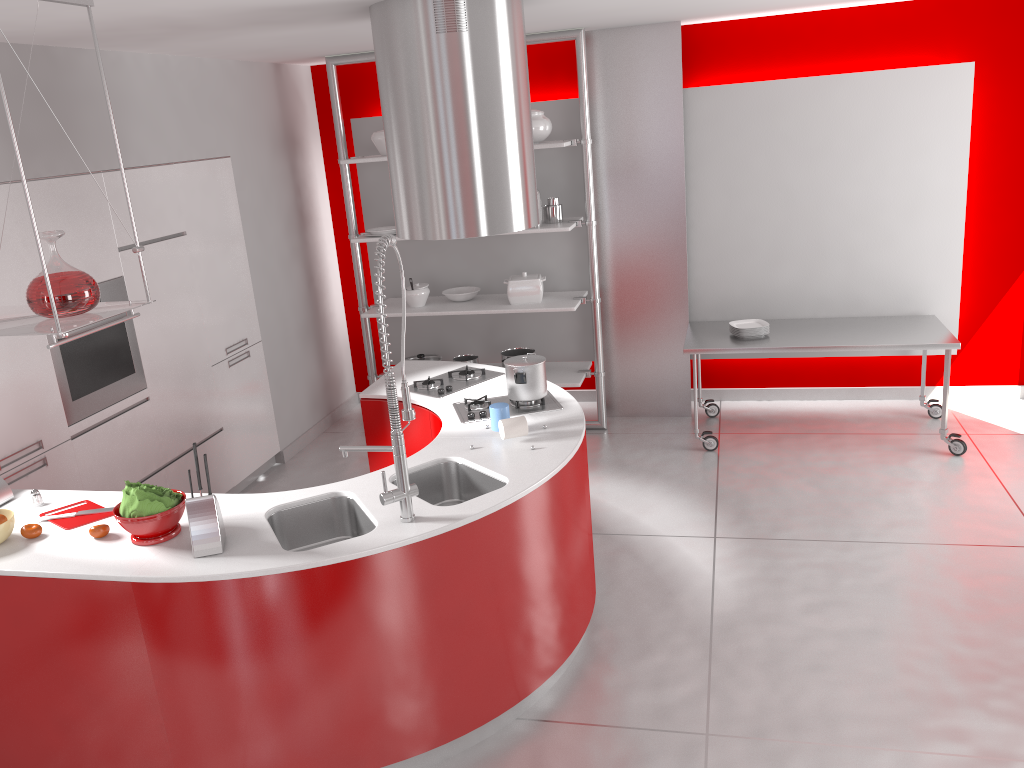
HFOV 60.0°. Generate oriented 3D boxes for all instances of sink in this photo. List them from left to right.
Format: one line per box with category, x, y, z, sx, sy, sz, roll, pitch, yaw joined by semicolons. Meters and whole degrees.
sink;-0.637;0.555;3.013;0.326;0.172;0.428;-12;18;-23
sink;-0.224;0.448;3.247;0.326;0.172;0.428;-17;20;-34

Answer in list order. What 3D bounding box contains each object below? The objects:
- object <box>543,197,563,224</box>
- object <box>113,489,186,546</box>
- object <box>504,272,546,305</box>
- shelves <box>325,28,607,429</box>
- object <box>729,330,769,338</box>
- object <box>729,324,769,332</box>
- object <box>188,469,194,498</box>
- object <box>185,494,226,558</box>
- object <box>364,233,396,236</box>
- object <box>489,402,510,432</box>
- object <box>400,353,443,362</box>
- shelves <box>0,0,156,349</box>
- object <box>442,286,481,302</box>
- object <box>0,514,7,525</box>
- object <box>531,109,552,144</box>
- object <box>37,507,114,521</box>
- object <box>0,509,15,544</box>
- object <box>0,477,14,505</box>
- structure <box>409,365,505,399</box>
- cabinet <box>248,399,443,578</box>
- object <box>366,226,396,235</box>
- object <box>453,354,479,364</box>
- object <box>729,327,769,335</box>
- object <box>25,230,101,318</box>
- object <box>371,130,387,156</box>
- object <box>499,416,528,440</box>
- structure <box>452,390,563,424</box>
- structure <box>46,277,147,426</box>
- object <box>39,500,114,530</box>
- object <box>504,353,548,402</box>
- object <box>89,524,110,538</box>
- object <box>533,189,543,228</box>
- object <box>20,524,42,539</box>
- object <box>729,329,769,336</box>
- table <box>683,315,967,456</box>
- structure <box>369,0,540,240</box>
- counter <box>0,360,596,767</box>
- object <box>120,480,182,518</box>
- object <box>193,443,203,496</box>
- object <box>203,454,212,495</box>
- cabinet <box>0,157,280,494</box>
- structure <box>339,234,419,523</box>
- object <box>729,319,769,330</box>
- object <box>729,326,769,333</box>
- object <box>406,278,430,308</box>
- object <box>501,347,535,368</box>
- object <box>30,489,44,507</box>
object;0.269;-1.141;5.821;0.127;0.157;0.127;3;18;24
object;-1.194;0.450;2.951;0.229;0.118;0.228;-9;17;-13
object;0.090;-0.655;5.971;0.282;0.197;0.235;-4;17;5
shelves;-0.282;-0.920;5.987;1.735;2.599;0.535;-1;17;14
object;1.494;-0.321;5.590;0.228;0.020;0.228;-6;17;-3
object;1.491;-0.360;5.578;0.228;0.020;0.228;-6;17;-3
object;-1.012;0.375;2.817;0.009;0.197;0.091;-9;17;-13
object;-0.977;0.435;2.823;0.091;0.178;0.137;-9;17;-12
object;-0.855;-1.014;5.981;0.280;0.015;0.280;-18;21;-36
object;-0.052;0.131;3.640;0.080;0.100;0.109;-9;17;-12
object;-0.668;-0.134;6.345;0.308;0.130;0.407;2;18;21
shelves;-1.744;-0.650;2.761;0.934;1.023;0.462;-1;17;14
object;-0.351;-0.619;6.191;0.272;0.072;0.272;-11;18;-20
object;-1.748;0.468;3.010;0.066;0.049;0.062;2;18;22
object;0.113;-1.652;5.678;0.287;0.222;0.287;-15;19;-30
object;-1.507;0.457;3.192;0.375;0.008;0.041;-7;17;-8
object;-1.790;0.505;3.007;0.201;0.086;0.201;0;17;15
object;-2.105;0.416;3.223;0.300;0.170;0.400;-1;17;14
structure;-0.293;-0.028;4.418;0.303;0.037;0.457;11;23;42
cabinet;-1.095;0.708;3.694;1.875;0.761;1.025;-14;19;-29
object;-0.856;-1.027;5.977;0.244;0.042;0.244;-5;17;-1
object;-0.320;-0.125;6.228;0.182;0.122;0.196;-13;19;-26
object;1.492;-0.340;5.584;0.228;0.020;0.228;-6;17;-3
object;-1.431;-0.346;2.801;0.213;0.266;0.213;10;22;41
object;-0.812;-1.609;5.861;0.231;0.191;0.231;-16;20;-33
object;0.001;0.169;3.528;0.100;0.080;0.109;-9;17;-15
structure;-0.025;0.084;3.969;0.457;0.037;0.303;-8;17;-10
structure;-1.995;-0.174;4.291;0.050;0.589;0.599;-1;17;14
object;-1.563;0.469;3.191;0.266;0.006;0.168;9;22;39
object;0.063;-0.034;3.951;0.189;0.185;0.218;-12;18;-22
object;-1.390;0.493;2.988;0.064;0.048;0.063;-7;17;-7
object;0.132;-1.139;5.653;0.115;0.274;0.115;-3;17;7
object;-1.642;0.504;3.032;0.065;0.047;0.063;-1;17;14
object;1.493;-0.331;5.587;0.228;0.020;0.228;-6;17;-3
table;1.934;-0.003;5.628;1.627;0.682;0.749;0;17;15
structure;-0.236;-1.149;3.862;0.644;0.958;0.644;-11;18;-18
counter;-0.841;0.747;3.598;2.865;0.880;1.868;-19;22;-39
object;-1.188;0.399;2.934;0.198;0.182;0.193;1;18;20
object;-0.989;0.355;2.827;0.014;0.322;0.150;-9;17;-13
object;-0.959;0.369;2.828;0.012;0.279;0.130;-9;17;-13
cabinet;-2.216;-0.065;4.705;0.614;2.026;2.398;-1;17;14
structure;-0.410;-0.007;2.843;0.308;0.920;0.178;-15;19;-30
object;1.490;-0.370;5.575;0.228;0.020;0.228;-6;17;-3
object;1.492;-0.350;5.581;0.228;0.020;0.228;-6;17;-3
object;-0.662;-0.639;6.103;0.192;0.214;0.192;-5;17;1
object;0.047;-0.144;6.116;0.240;0.161;0.259;-6;17;-2
object;-1.772;0.423;3.302;0.043;0.066;0.042;4;19;27
